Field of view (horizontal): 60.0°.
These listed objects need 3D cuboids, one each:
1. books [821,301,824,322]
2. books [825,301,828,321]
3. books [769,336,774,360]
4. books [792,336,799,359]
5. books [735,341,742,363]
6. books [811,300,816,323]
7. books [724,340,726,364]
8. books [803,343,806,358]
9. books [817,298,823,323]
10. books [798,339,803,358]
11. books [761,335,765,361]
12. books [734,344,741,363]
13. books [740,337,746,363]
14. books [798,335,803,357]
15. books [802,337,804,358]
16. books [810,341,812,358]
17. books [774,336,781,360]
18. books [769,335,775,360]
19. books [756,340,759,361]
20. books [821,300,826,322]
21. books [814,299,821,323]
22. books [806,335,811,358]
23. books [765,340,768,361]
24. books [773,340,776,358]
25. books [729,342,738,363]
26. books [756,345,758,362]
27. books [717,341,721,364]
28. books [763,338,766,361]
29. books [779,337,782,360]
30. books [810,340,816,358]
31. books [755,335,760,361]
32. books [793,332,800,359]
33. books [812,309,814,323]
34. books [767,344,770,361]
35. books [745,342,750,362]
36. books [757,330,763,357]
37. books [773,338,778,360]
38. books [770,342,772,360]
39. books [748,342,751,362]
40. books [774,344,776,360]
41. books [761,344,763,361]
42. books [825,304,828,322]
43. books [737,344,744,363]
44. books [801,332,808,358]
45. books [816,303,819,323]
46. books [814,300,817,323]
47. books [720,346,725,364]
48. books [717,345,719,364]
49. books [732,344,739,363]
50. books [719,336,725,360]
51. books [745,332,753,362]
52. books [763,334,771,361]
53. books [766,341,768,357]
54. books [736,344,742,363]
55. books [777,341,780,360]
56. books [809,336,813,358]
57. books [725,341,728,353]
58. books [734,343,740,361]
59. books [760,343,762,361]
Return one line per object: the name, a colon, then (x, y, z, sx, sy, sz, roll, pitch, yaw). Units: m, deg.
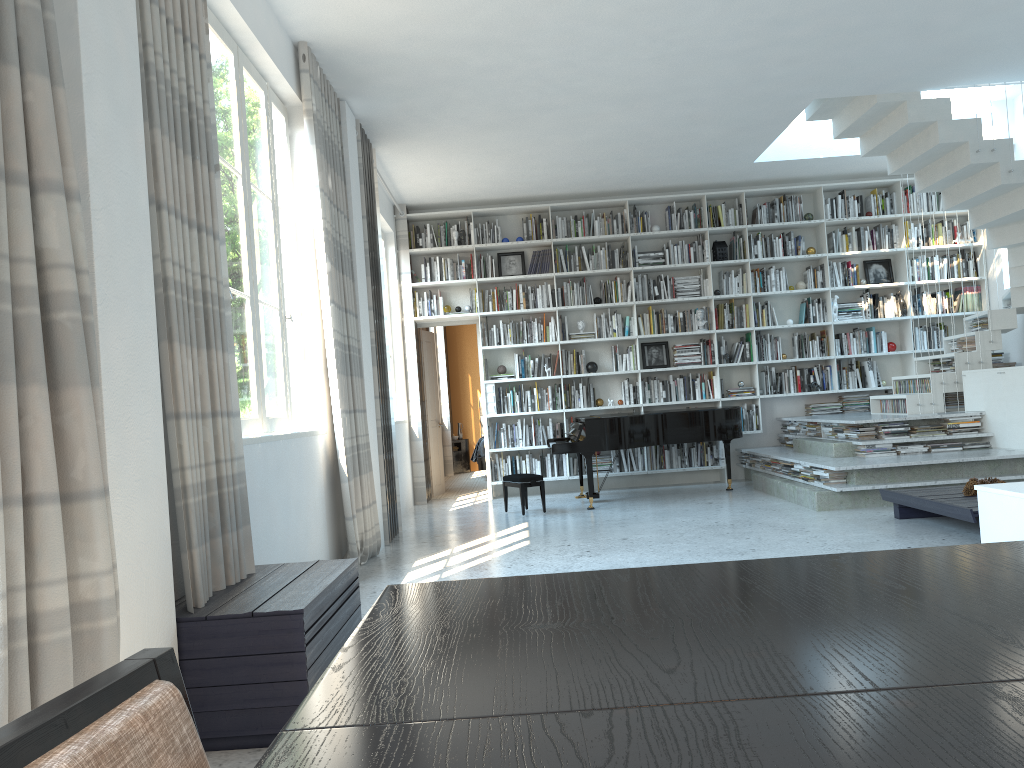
books: (3.378, -0.780, 9.711, 0.013, 0.244, 0.158, -4, -1, 0)
books: (3.423, -0.784, 9.699, 0.010, 0.245, 0.158, -4, -1, 0)
books: (2.824, -0.383, 9.700, 0.012, 0.267, 0.183, -4, -1, 0)
books: (3.100, -0.396, 9.710, 0.019, 0.251, 0.130, -4, -1, 0)
books: (2.466, -0.342, 9.711, 0.094, 0.238, 0.149, -4, -1, 0)
books: (3.280, -0.782, 9.703, 0.018, 0.263, 0.165, -4, -1, 0)
books: (2.316, -0.346, 9.719, 0.012, 0.266, 0.157, -4, -1, 0)
books: (3.181, -0.379, 9.727, 0.031, 0.208, 0.122, -4, -1, 0)
books: (3.351, -0.793, 9.690, 0.012, 0.273, 0.184, -4, -1, 0)
books: (3.134, -0.380, 9.694, 0.016, 0.215, 0.177, -4, -1, 0)
books: (2.732, -0.385, 9.697, 0.005, 0.283, 0.159, -4, -1, 0)
books: (2.451, -0.326, 9.712, 0.090, 0.212, 0.143, -4, -1, 0)
books: (2.532, -0.372, 9.713, 0.013, 0.286, 0.138, -4, -1, 0)
books: (3.148, -0.404, 9.709, 0.015, 0.262, 0.149, -4, -1, 0)
books: (3.160, -0.403, 9.708, 0.008, 0.259, 0.158, -4, -1, 0)
books: (3.238, -0.371, 9.687, 0.018, 0.182, 0.182, -4, -1, 0)
books: (2.904, -0.386, 9.707, 0.014, 0.261, 0.142, -4, -1, 0)
books: (2.843, -0.393, 9.716, 0.006, 0.285, 0.159, -4, -1, 0)
books: (2.675, -0.358, 9.720, 0.011, 0.239, 0.136, -4, -1, 0)
books: (3.390, -0.785, 9.694, 0.011, 0.252, 0.169, -4, -1, 0)
books: (3.329, -0.791, 9.712, 0.032, 0.274, 0.154, -4, -1, 0)
books: (3.217, -0.404, 9.688, 0.018, 0.251, 0.184, -4, -1, 0)
books: (2.755, -0.358, 9.689, 0.011, 0.226, 0.188, -4, -1, 0)
books: (2.865, -0.364, 9.715, 0.008, 0.223, 0.134, -4, -1, 0)
books: (2.407, -0.332, 9.692, 0.095, 0.228, 0.190, -4, -1, 0)
books: (2.664, -0.332, 9.711, 0.015, 0.188, 0.168, -4, -1, 0)
books: (2.256, -0.336, 9.715, 0.028, 0.253, 0.142, -4, -1, 0)
books: (2.742, -0.368, 9.699, 0.013, 0.248, 0.165, -4, -1, 0)
books: (2.917, -0.382, 9.708, 0.013, 0.251, 0.172, -4, -1, 0)
books: (3.278, -0.380, 9.697, 0.015, 0.195, 0.175, -4, -1, 0)
books: (2.688, -0.388, 9.706, 0.018, 0.295, 0.177, -4, -1, 0)
books: (3.116, -0.415, 9.723, 0.016, 0.289, 0.131, -4, -1, 0)
books: (3.269, -0.764, 9.718, 0.007, 0.230, 0.146, -4, -1, 0)
books: (2.781, -0.340, 9.696, 0.013, 0.186, 0.184, -4, -1, 0)
books: (2.555, -0.342, 9.692, 0.029, 0.223, 0.171, -4, -1, 0)
books: (2.717, -0.413, 9.722, 0.007, 0.342, 0.149, -4, -1, 0)
books: (2.876, -0.372, 9.706, 0.015, 0.238, 0.176, -4, -1, 0)
books: (2.814, -0.350, 9.711, 0.013, 0.203, 0.167, -4, -1, 0)
books: (2.580, -0.346, 9.703, 0.021, 0.226, 0.148, -4, -1, 0)
books: (2.856, -0.341, 9.714, 0.013, 0.179, 0.140, -4, -1, 0)
books: (2.712, -0.344, 9.712, 0.013, 0.204, 0.154, -4, -1, 0)
books: (3.408, -0.765, 9.709, 0.023, 0.212, 0.164, -4, -1, 0)
books: (2.484, -0.324, 9.709, 0.091, 0.205, 0.169, -4, -1, 0)
books: (3.203, -0.420, 9.714, 0.007, 0.285, 0.159, -4, -1, 0)
books: (3.312, -0.765, 9.696, 0.012, 0.224, 0.178, -4, -1, 0)
books: (3.297, -0.781, 9.704, 0.015, 0.259, 0.152, -4, -1, 0)
books: (2.285, -0.308, 9.694, 0.027, 0.192, 0.182, -4, -1, 0)
books: (2.230, -0.339, 9.719, 0.024, 0.263, 0.154, -4, -1, 0)
books: (2.424, -0.324, 9.696, 0.089, 0.210, 0.175, -4, -1, 0)
books: (2.302, -0.366, 9.710, 0.013, 0.307, 0.141, -4, -1, 0)
books: (2.594, -0.396, 9.701, 0.014, 0.325, 0.183, -4, -1, 0)
books: (2.790, -0.396, 9.695, 0.014, 0.297, 0.175, -4, -1, 0)
books: (2.767, -0.355, 9.701, 0.013, 0.218, 0.160, -4, -1, 0)
books: (2.471, -0.329, 9.720, 0.090, 0.215, 0.139, -4, -1, 0)
books: (2.891, -0.358, 9.702, 0.014, 0.207, 0.180, -4, -1, 0)
books: (3.254, -0.403, 9.717, 0.030, 0.244, 0.135, -4, -1, 0)
books: (2.340, -0.339, 9.719, 0.035, 0.248, 0.141, -4, -1, 0)
books: (2.440, -0.332, 9.717, 0.095, 0.226, 0.144, -4, -1, 0)
books: (2.700, -0.382, 9.705, 0.006, 0.281, 0.155, -4, -1, 0)
